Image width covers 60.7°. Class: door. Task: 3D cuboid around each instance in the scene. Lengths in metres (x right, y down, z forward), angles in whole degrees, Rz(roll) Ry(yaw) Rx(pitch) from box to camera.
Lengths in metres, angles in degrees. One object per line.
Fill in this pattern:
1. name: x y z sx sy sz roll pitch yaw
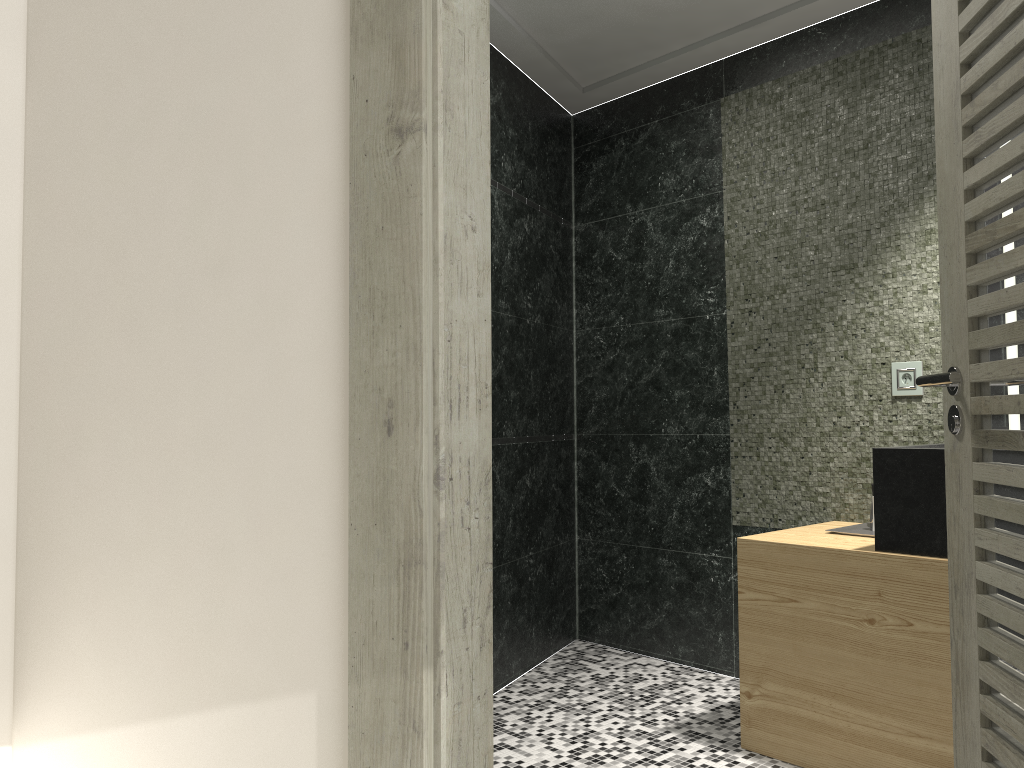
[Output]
1. door: 0.669 -0.053 1.460 1.403 2.516 1.116 -2 -3 31

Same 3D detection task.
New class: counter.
1. counter: 1.460 0.727 2.847 0.692 1.052 1.227 2 -4 -42

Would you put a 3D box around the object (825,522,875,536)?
1. object: 1.354 0.533 3.170 0.340 0.011 0.293 1 -3 -41

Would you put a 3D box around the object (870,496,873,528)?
1. object: 1.371 0.461 3.298 0.048 0.163 0.042 2 -3 -36

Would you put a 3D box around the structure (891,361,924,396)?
1. structure: 1.504 -0.020 3.329 0.018 0.128 0.114 2 -4 -42
